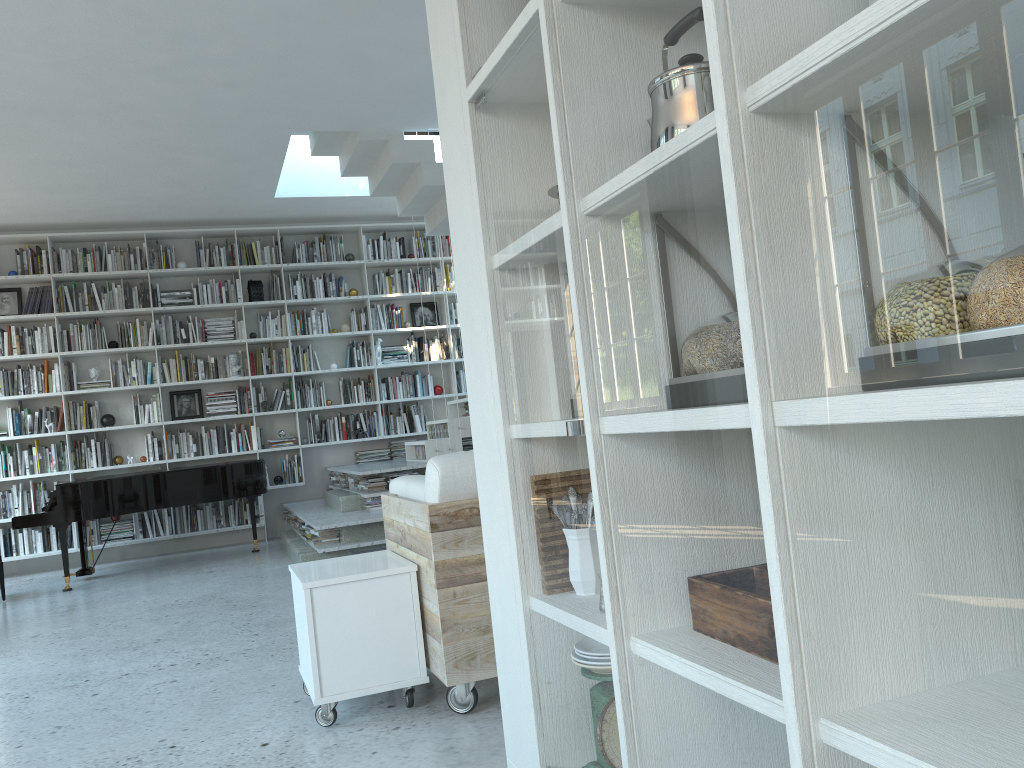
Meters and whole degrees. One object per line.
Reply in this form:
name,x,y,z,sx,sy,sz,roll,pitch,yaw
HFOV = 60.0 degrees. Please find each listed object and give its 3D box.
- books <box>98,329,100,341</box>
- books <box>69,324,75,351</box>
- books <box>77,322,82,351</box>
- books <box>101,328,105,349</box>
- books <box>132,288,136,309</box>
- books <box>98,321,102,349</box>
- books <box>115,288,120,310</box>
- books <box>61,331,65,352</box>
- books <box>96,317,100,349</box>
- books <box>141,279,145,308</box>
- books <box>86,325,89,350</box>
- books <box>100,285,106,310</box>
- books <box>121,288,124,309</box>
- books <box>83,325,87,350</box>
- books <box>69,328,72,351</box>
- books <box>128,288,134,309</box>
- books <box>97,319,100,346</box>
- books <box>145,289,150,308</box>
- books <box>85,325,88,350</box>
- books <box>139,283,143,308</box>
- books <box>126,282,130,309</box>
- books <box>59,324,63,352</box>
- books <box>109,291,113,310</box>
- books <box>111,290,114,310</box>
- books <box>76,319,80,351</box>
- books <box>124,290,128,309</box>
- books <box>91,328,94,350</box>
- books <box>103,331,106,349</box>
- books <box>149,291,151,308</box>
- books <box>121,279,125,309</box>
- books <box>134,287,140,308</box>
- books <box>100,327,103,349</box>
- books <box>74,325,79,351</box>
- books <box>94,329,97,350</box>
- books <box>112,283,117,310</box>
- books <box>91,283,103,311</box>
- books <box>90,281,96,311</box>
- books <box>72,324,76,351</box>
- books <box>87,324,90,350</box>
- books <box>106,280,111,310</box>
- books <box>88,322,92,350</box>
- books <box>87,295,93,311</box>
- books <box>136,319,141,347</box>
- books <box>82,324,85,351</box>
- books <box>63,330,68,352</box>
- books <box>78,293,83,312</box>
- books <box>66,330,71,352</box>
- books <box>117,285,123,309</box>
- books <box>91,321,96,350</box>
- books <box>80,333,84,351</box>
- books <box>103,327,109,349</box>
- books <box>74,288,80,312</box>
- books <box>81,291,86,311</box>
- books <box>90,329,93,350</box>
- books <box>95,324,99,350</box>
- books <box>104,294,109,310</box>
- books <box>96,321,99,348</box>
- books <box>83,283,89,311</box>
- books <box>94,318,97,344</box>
books,-3.965,-0.450,8.540,0.004,0.284,0.167,-6,-2,-19
books,-4.182,-0.427,8.456,0.026,0.279,0.151,-6,-2,-19
books,-4.119,-0.436,8.467,0.010,0.283,0.184,-6,-2,-19
books,-3.939,-0.419,8.556,0.012,0.218,0.151,-6,-2,-19
books,-3.682,-0.814,8.655,0.022,0.222,0.161,-6,-2,-19
books,-3.952,-0.453,8.525,0.011,0.287,0.189,-6,-2,-19
books,-3.819,-0.803,8.595,0.021,0.226,0.191,-6,-2,-19
books,-4.257,-0.384,8.424,0.015,0.207,0.186,-6,-2,-19
books,-3.978,-0.472,8.541,0.005,0.331,0.161,-6,-2,-19
books,-3.612,-0.861,8.677,0.058,0.302,0.175,-6,-2,-19
books,-4.059,-0.427,8.506,0.011,0.255,0.152,-6,-2,-19
books,-3.943,-0.810,8.572,0.027,0.265,0.168,-6,-2,-19
books,-3.782,-0.809,8.624,0.013,0.231,0.142,-6,-2,-19
books,-4.071,-0.424,8.477,0.012,0.251,0.184,-6,-2,-19
books,-4.200,-0.405,8.456,0.012,0.240,0.134,-6,-2,-19
books,-3.705,-0.810,8.642,0.030,0.217,0.182,-6,-2,-19
books,-3.972,-0.460,8.541,0.005,0.305,0.162,-6,-2,-19
books,-3.575,-0.818,8.714,0.028,0.211,0.134,-6,-2,-19
books,-4.069,-0.429,8.503,0.010,0.261,0.169,-6,-2,-19
books,-3.624,-0.841,8.672,0.055,0.263,0.167,-6,-2,-19
books,-3.739,-0.842,8.654,0.022,0.290,0.146,-6,-2,-19
books,-4.279,-0.420,8.436,0.012,0.285,0.159,-6,-2,-19
books,-3.885,-0.789,8.610,0.024,0.212,0.128,-6,-2,-19
books,-3.860,-0.790,8.591,0.010,0.208,0.173,-6,-2,-19
books,-4.138,-0.450,8.484,0.011,0.317,0.154,-6,-2,-19
books,-3.756,-0.802,8.643,0.024,0.213,0.150,-6,-2,-19
books,-4.020,-0.415,8.527,0.011,0.226,0.129,-6,-2,-19
books,-3.930,-0.415,8.557,0.004,0.209,0.132,-6,-2,-19
books,-3.554,-0.811,8.728,0.019,0.194,0.098,-6,-2,-19
books,-3.771,-0.852,8.619,0.011,0.313,0.183,-6,-2,-19
books,-3.666,-0.822,8.677,0.024,0.237,0.153,-6,-2,-19
books,-3.952,-0.427,8.559,0.009,0.236,0.135,-6,-2,-19
books,-4.146,-0.422,8.465,0.024,0.262,0.177,-6,-2,-19
books,-4.001,-0.412,8.539,0.012,0.217,0.133,-6,-2,-19
books,-3.852,-0.830,8.610,0.026,0.286,0.137,-6,-2,-19
books,-3.987,-0.817,8.540,0.075,0.285,0.178,-6,-2,-19
books,-4.038,-0.826,8.550,0.013,0.315,0.135,-6,-2,-19
books,-4.163,-0.427,8.459,0.012,0.276,0.157,-6,-2,-19
books,-4.044,-0.431,8.494,0.009,0.261,0.180,-6,-2,-19
books,-3.899,-0.836,8.581,0.012,0.307,0.145,-6,-2,-19
books,-4.038,-0.441,8.503,0.011,0.279,0.169,-6,-2,-19
books,-4.051,-0.758,8.533,0.034,0.180,0.160,-6,-2,-19
books,-3.634,-0.482,8.647,0.022,0.284,0.190,-6,-2,-19
books,-4.081,-0.429,8.472,0.009,0.263,0.189,-6,-2,-19
books,-4.246,-0.393,8.454,0.029,0.225,0.136,-6,-2,-19
books,-4.127,-0.761,8.504,0.024,0.201,0.153,-6,-2,-19
books,-4.220,-0.393,8.462,0.024,0.219,0.140,-6,-2,-19
books,-3.803,-0.822,8.621,0.028,0.261,0.135,-6,-2,-19
books,-4.007,-0.450,8.512,0.011,0.291,0.176,-6,-2,-19
books,-4.101,-0.388,8.488,0.029,0.186,0.149,-6,-2,-19
books,-3.914,-0.428,8.556,0.031,0.232,0.148,-6,-2,-19
books,-4.150,-0.780,8.483,0.031,0.242,0.181,-6,-2,-19
books,-4.101,-0.773,8.507,0.029,0.218,0.158,-6,-2,-19
books,-4.022,-0.408,8.499,0.011,0.209,0.181,-6,-2,-19
books,-3.983,-0.437,8.526,0.010,0.261,0.158,-6,-2,-19
books,-3.911,-0.771,8.573,0.028,0.180,0.168,-6,-2,-19
books,-3.983,-0.464,8.542,0.005,0.316,0.157,-6,-2,-19
books,-4.080,-0.812,8.516,0.023,0.293,0.156,-6,-2,-19
books,-3.995,-0.465,8.532,0.004,0.321,0.153,-6,-2,-19
